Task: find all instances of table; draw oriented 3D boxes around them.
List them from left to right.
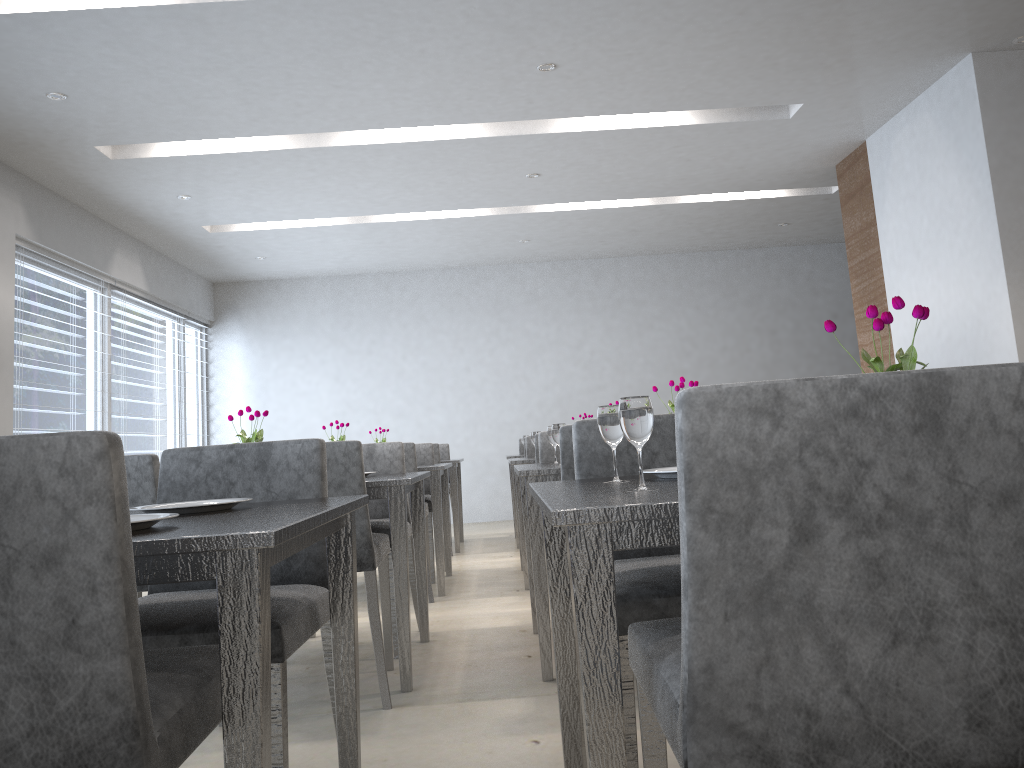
[{"bbox_3d":[-0.859,0.557,1.370,1.189,0.641,0.770,-4,-6,-1],"label":"table"},{"bbox_3d":[-0.887,0.674,3.044,1.189,0.641,0.770,-4,-6,-1],"label":"table"},{"bbox_3d":[-0.915,0.791,4.736,1.189,0.641,0.770,-4,-6,-1],"label":"table"},{"bbox_3d":[-0.944,0.914,6.497,1.189,0.641,0.770,-4,-6,-1],"label":"table"},{"bbox_3d":[0.570,0.811,6.537,1.189,0.641,0.770,-4,-6,-1],"label":"table"},{"bbox_3d":[0.600,0.688,4.776,1.189,0.641,0.770,-4,-6,-1],"label":"table"},{"bbox_3d":[0.628,0.570,3.084,1.189,0.641,0.770,-4,-6,-1],"label":"table"},{"bbox_3d":[0.655,0.454,1.410,1.189,0.641,0.770,-4,-6,-1],"label":"table"}]

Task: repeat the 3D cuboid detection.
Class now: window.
[{"bbox_3d":[-3.001,0.298,6.772,0.159,2.093,3.626,-4,-5,-1],"label":"window"}]

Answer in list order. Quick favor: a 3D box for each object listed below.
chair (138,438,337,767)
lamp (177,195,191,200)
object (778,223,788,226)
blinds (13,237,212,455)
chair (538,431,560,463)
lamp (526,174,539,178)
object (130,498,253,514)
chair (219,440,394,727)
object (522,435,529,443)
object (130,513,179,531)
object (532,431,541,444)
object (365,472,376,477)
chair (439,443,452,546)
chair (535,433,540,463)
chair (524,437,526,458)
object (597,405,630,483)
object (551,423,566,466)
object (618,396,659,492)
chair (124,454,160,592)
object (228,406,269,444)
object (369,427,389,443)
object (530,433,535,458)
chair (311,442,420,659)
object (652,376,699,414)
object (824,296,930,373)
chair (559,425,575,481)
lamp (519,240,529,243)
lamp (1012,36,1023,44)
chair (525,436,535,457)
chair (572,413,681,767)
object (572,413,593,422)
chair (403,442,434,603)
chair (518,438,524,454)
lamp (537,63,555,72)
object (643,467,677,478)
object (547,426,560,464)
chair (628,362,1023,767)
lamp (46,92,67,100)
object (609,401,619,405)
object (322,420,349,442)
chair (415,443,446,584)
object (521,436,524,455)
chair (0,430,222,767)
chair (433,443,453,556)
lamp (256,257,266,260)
[{"bbox_3d":[-0.599,0.500,1.731,0.477,0.770,0.487,-4,-7,4],"label":"chair"},{"bbox_3d":[-2.195,-1.248,5.914,0.088,0.007,0.089,-8,-5,44],"label":"lamp"},{"bbox_3d":[2.437,-1.432,7.954,0.088,0.007,0.089,-8,-5,44],"label":"object"},{"bbox_3d":[-2.898,0.265,6.788,0.045,2.063,3.618,-4,-5,-1],"label":"blinds"},{"bbox_3d":[0.344,0.551,3.439,0.477,0.770,0.487,-3,-7,-6],"label":"chair"},{"bbox_3d":[0.137,-1.407,5.976,0.088,0.007,0.089,-8,-5,44],"label":"lamp"},{"bbox_3d":[-0.586,0.226,1.615,0.217,0.015,0.215,-4,-4,-1],"label":"object"},{"bbox_3d":[-0.626,0.572,2.754,0.477,0.770,0.487,-3,-7,-6],"label":"chair"},{"bbox_3d":[0.105,0.445,6.447,0.053,0.141,0.053,3,-11,-43],"label":"object"},{"bbox_3d":[-0.580,0.199,1.234,0.217,0.015,0.215,-4,-4,-1],"label":"object"},{"bbox_3d":[0.135,0.321,4.664,0.053,0.141,0.053,3,-11,-43],"label":"object"},{"bbox_3d":[-0.614,0.342,3.289,0.217,0.015,0.215,-4,-4,-1],"label":"object"},{"bbox_3d":[-0.684,0.857,6.857,0.477,0.770,0.487,-4,-7,4],"label":"chair"},{"bbox_3d":[0.336,0.618,4.415,0.477,0.770,0.487,-4,-7,4],"label":"chair"},{"bbox_3d":[0.307,0.741,6.176,0.477,0.770,0.487,-4,-7,4],"label":"chair"},{"bbox_3d":[0.185,0.109,1.617,0.053,0.141,0.053,3,-11,-43],"label":"object"},{"bbox_3d":[0.163,0.204,2.980,0.053,0.141,0.053,-11,-10,40],"label":"object"},{"bbox_3d":[0.190,0.089,1.328,0.053,0.141,0.053,3,-11,-43],"label":"object"},{"bbox_3d":[-1.150,0.604,2.683,0.477,0.770,0.487,-4,-7,4],"label":"chair"},{"bbox_3d":[-0.922,0.218,3.090,0.155,0.279,0.103,-3,-8,-4],"label":"object"},{"bbox_3d":[-0.980,0.458,6.543,0.155,0.279,0.103,-3,-8,-4],"label":"object"},{"bbox_3d":[0.130,0.341,4.953,0.053,0.141,0.053,3,-11,-43],"label":"object"},{"bbox_3d":[-0.626,0.617,3.405,0.477,0.770,0.487,-4,-7,4],"label":"chair"},{"bbox_3d":[0.592,0.115,3.130,0.155,0.279,0.103,-3,-8,-4],"label":"object"},{"bbox_3d":[0.620,-0.002,1.456,0.155,0.279,0.103,-3,-8,-4],"label":"object"},{"bbox_3d":[0.364,0.501,2.723,0.477,0.770,0.487,-4,-7,4],"label":"chair"},{"bbox_3d":[0.105,-1.273,7.892,0.088,0.007,0.089,-8,-5,44],"label":"lamp"},{"bbox_3d":[2.497,-1.685,4.326,0.088,0.007,0.089,-8,-5,44],"label":"lamp"},{"bbox_3d":[0.316,0.669,5.130,0.477,0.770,0.487,-3,-7,-6],"label":"chair"},{"bbox_3d":[0.372,0.435,1.764,0.477,0.770,0.487,-3,-7,-6],"label":"chair"},{"bbox_3d":[0.535,0.355,6.583,0.155,0.279,0.103,-3,-8,-4],"label":"object"},{"bbox_3d":[-0.654,0.690,4.446,0.477,0.770,0.487,-3,-7,-6],"label":"chair"},{"bbox_3d":[0.287,0.791,6.891,0.477,0.770,0.487,-3,-7,-6],"label":"chair"},{"bbox_3d":[0.165,-1.526,4.264,0.088,0.007,0.089,-8,-5,44],"label":"lamp"},{"bbox_3d":[0.345,0.162,1.640,0.217,0.015,0.215,-4,-4,-1],"label":"object"},{"bbox_3d":[0.158,0.224,3.269,0.053,0.141,0.053,3,-11,-43],"label":"object"},{"bbox_3d":[0.392,0.384,1.049,0.477,0.770,0.487,-4,-7,4],"label":"chair"},{"bbox_3d":[-2.166,-1.367,4.203,0.088,0.007,0.089,-8,-5,44],"label":"lamp"},{"bbox_3d":[0.564,0.232,4.822,0.155,0.279,0.103,-3,-8,-4],"label":"object"},{"bbox_3d":[-0.950,0.336,4.782,0.155,0.279,0.103,-3,-8,-4],"label":"object"},{"bbox_3d":[-0.655,0.734,5.096,0.477,0.770,0.487,-4,-7,4],"label":"chair"},{"bbox_3d":[0.101,0.465,6.735,0.053,0.141,0.053,3,-11,-43],"label":"object"},{"bbox_3d":[-0.598,0.456,1.080,0.477,0.770,0.487,-3,-7,-6],"label":"chair"},{"bbox_3d":[-0.683,0.812,6.207,0.477,0.770,0.487,-3,-7,-6],"label":"chair"},{"bbox_3d":[-2.227,-1.114,7.831,0.088,0.007,0.089,-8,-5,44],"label":"lamp"}]
